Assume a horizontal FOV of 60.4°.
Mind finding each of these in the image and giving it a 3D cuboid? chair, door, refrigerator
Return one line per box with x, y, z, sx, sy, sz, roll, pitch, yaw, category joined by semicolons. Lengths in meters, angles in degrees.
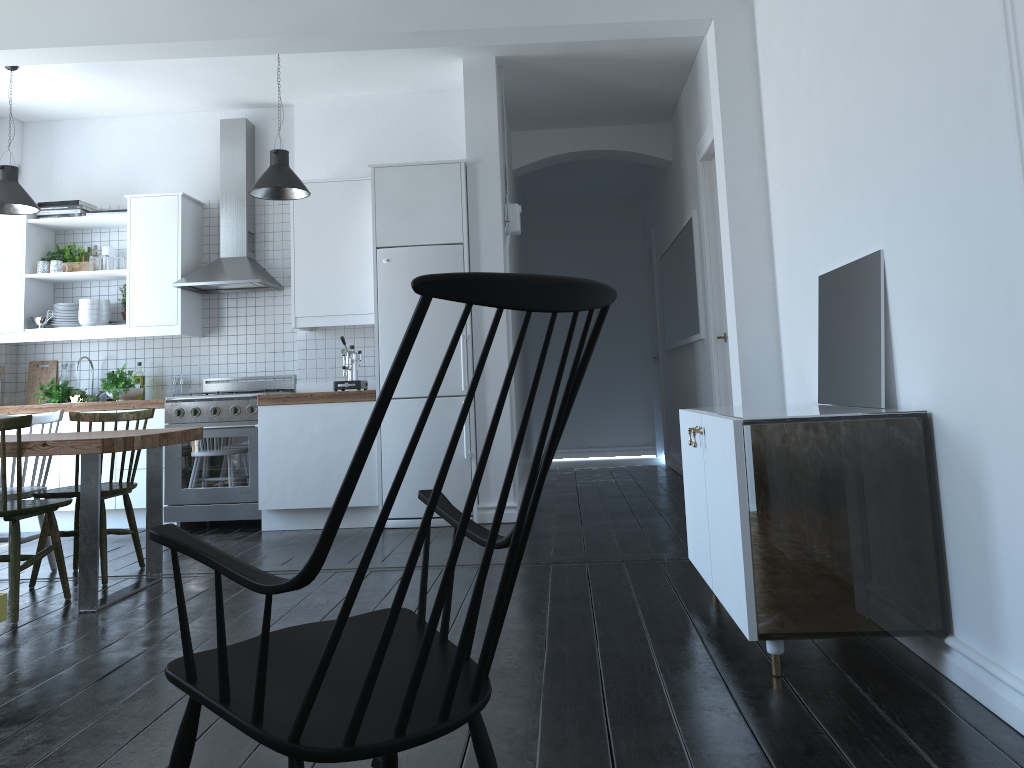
-2.131;0.553;4.485;0.467;0.839;0.480;-3;-5;2;chair
-2.176;0.551;3.747;0.467;0.838;0.480;-3;-5;2;chair
1.622;-0.412;9.708;0.116;2.508;1.058;-3;-6;3;door
1.130;-0.433;1.342;0.116;2.508;1.155;-3;-6;3;door
-0.552;0.001;5.988;0.576;1.826;0.673;-3;-6;3;refrigerator
1.378;-0.423;5.555;0.116;2.508;1.029;-3;-6;3;door
-0.219;0.367;1.497;0.610;1.018;0.898;2;-6;-42;chair
-2.621;0.566;4.529;0.466;0.854;0.504;-3;-5;3;chair

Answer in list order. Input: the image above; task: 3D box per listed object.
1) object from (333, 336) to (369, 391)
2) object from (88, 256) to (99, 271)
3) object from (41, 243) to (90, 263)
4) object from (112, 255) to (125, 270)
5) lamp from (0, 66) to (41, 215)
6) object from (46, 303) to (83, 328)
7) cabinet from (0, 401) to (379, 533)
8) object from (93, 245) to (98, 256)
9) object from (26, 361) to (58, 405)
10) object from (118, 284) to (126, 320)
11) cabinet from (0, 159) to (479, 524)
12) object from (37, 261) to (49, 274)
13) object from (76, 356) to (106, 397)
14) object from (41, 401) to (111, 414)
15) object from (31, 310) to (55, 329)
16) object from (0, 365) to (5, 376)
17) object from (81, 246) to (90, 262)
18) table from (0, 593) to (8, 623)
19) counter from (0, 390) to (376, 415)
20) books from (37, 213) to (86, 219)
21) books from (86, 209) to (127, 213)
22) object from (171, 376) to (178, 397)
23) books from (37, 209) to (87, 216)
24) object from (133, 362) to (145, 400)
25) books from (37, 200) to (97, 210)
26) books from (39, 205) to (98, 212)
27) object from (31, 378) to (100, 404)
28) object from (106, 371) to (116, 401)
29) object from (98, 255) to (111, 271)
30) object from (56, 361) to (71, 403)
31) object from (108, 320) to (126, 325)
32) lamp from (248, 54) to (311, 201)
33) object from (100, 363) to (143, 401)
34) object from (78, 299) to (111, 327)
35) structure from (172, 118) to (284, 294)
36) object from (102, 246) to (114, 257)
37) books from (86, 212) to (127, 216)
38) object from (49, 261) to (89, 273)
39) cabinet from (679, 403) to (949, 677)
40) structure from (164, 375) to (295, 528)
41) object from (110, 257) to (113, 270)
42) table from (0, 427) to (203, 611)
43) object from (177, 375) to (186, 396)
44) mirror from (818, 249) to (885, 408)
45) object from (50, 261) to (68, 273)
-1.125;-0.137;6.075;0.206;0.375;0.350;-3;-4;3;object
-3.072;-0.880;6.479;0.086;0.121;0.085;-5;-5;26;object
-3.406;-0.944;6.695;0.347;0.258;0.162;-2;-5;-7;object
-2.908;-0.887;6.508;0.086;0.121;0.085;0;-5;-28;object
-4.407;-0.789;5.784;2.699;2.545;0.486;-3;-7;3;lamp
-3.323;-0.501;6.599;0.300;0.197;0.303;-3;-2;4;object
-2.371;0.577;6.209;3.178;0.826;0.723;-3;-4;11;cabinet
-3.175;-0.942;6.711;0.056;0.237;0.055;-3;-7;6;object
-3.570;-0.009;6.690;0.220;0.334;0.040;-3;-7;3;object
-2.867;-0.605;6.646;0.164;0.371;0.170;-7;-8;40;object
-2.088;-0.220;6.260;3.786;2.405;0.770;-3;-6;7;cabinet
-3.476;-0.853;6.532;0.083;0.101;0.107;0;-4;-28;object
-3.128;-0.030;6.551;0.189;0.357;0.271;0;-5;-20;object
-3.155;0.190;6.382;0.371;0.113;0.351;-2;-1;3;object
-3.427;-0.468;6.428;0.209;0.136;0.101;-3;-5;15;object
-3.783;0.012;6.442;0.131;0.300;0.056;-1;-7;-17;object
-3.227;-0.937;6.670;0.060;0.228;0.059;-1;-7;-14;object
-1.953;0.746;1.892;1.400;0.405;0.595;-2;-2;3;table
-2.400;0.141;6.205;3.097;0.074;0.840;-2;0;3;counter
-3.356;-1.241;6.681;0.351;0.044;0.257;-2;0;5;books
-2.989;-1.281;6.669;0.341;0.016;0.272;-2;0;5;books
-2.527;0.023;6.596;0.059;0.175;0.058;-4;-7;17;object
-3.369;-1.279;6.677;0.328;0.031;0.257;-2;0;1;books
-2.780;-0.021;6.569;0.066;0.286;0.065;-2;-7;-2;object
-3.372;-1.344;6.693;0.325;0.038;0.257;-2;0;5;books
-3.358;-1.310;6.692;0.351;0.031;0.285;-2;0;3;books
-3.191;0.101;6.330;0.469;0.311;0.281;-1;-4;-24;object
-3.001;0.017;6.618;0.085;0.234;0.084;1;-7;-32;object
-2.988;-0.884;6.459;0.086;0.121;0.085;-5;-5;26;object
-3.385;-0.011;6.649;0.098;0.322;0.096;-3;-6;3;object
-2.879;-0.443;6.494;0.246;0.043;0.274;-2;0;-4;object
-1.499;-1.680;5.665;0.384;0.952;0.381;-4;-6;12;lamp
-2.815;-0.013;6.343;0.271;0.272;0.335;-2;-3;-7;object
-3.095;-0.522;6.535;0.149;0.219;0.306;-3;-3;1;object
-2.089;-1.354;6.524;0.633;1.322;0.522;-3;-6;3;structure
-3.071;-0.929;6.695;0.085;0.225;0.084;-4;-6;10;object
-2.987;-1.254;6.657;0.350;0.038;0.259;-2;0;2;books
-3.328;-0.860;6.679;0.393;0.104;0.152;-2;-2;3;object
0.938;0.460;3.071;0.589;0.743;1.191;-3;-2;3;cabinet
-1.974;0.457;6.205;0.700;1.033;0.714;-3;-5;3;structure
-2.984;-0.883;6.549;0.086;0.121;0.085;0;-5;-28;object
-2.739;0.631;4.122;2.225;0.726;1.009;-2;-3;3;table
-2.466;0.021;6.571;0.059;0.175;0.058;-4;-7;17;object
1.194;-0.177;3.133;0.054;0.508;0.690;-3;-3;3;mirror
-3.354;-0.858;6.509;0.108;0.101;0.082;-2;-4;-8;object
